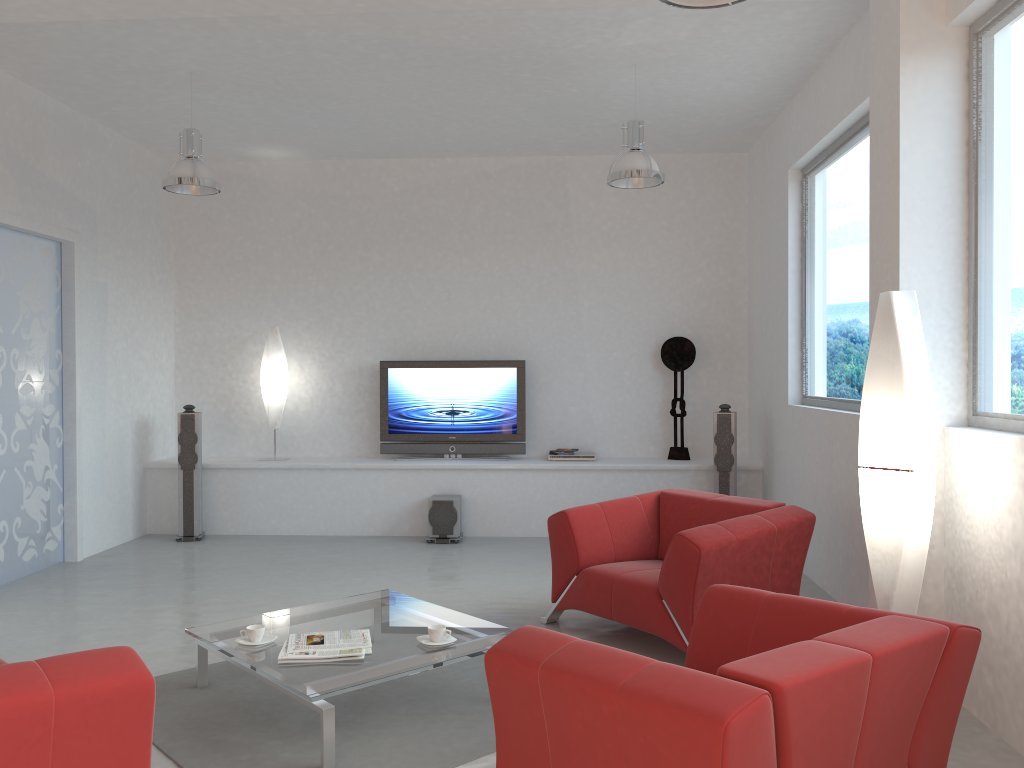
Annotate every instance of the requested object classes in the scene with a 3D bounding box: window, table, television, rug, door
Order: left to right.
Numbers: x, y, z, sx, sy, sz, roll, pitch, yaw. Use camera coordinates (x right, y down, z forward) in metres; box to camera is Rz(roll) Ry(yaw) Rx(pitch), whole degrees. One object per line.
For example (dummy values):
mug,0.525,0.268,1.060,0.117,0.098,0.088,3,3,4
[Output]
door,-3.526,0.110,6.140,0.240,2.550,1.600,0,1,3
rug,-0.701,1.397,3.957,1.700,0.025,1.700,-1,1,-42
table,-0.692,1.252,3.963,1.097,0.286,1.162,-1,1,-42
television,-0.552,0.241,8.264,1.356,0.919,0.343,0,1,3
window,2.199,-0.727,5.596,0.100,1.800,2.400,0,1,3
window,2.036,-0.694,2.801,0.100,1.800,2.400,0,1,3

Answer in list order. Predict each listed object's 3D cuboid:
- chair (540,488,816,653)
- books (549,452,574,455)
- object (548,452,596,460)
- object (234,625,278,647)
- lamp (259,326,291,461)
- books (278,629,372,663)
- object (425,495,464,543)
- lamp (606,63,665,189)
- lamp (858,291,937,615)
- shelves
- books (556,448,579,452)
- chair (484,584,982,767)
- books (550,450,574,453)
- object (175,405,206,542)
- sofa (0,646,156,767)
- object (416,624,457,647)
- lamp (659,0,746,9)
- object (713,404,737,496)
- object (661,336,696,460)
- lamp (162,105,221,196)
chair,0.894,1.017,4.881,0.951,0.738,1.288,-1,1,-37
books,0.459,0.639,8.181,0.190,0.015,0.135,-1,1,-32
object,0.554,0.668,8.203,0.430,0.045,0.352,0,1,3
object,-1.099,1.078,3.808,0.153,0.069,0.153,0,1,30
lamp,-2.217,0.086,8.276,0.263,1.239,0.263,0,1,-5
books,-0.769,1.095,3.721,0.367,0.035,0.345,0,1,-7
object,-0.583,1.170,7.699,0.336,0.374,0.337,0,1,3
lamp,0.818,-1.731,5.871,0.379,0.800,0.379,0,1,43
lamp,1.602,0.508,3.689,0.313,1.779,0.313,0,1,-5
shelves,-0.552,0.727,8.153,5.500,0.050,0.650,0,1,3
books,0.509,0.609,8.176,0.190,0.015,0.135,0,1,13
chair,0.637,1.044,2.634,1.288,0.738,0.951,-1,1,-37
books,0.458,0.624,8.184,0.190,0.015,0.135,0,1,-17
object,-2.830,0.772,7.798,0.255,1.184,0.273,0,1,-12
sofa,-1.923,1.052,2.731,1.929,0.738,0.951,0,1,43
object,-0.323,1.075,3.800,0.153,0.069,0.153,-1,1,-30
lamp,0.644,-1.695,2.876,0.379,0.800,0.379,0,1,32
object,1.810,0.759,7.521,0.255,1.184,0.273,0,1,18
object,1.531,0.130,8.142,0.331,1.130,0.108,0,1,28
lamp,-2.185,-1.723,6.046,0.379,0.800,0.379,0,1,0
